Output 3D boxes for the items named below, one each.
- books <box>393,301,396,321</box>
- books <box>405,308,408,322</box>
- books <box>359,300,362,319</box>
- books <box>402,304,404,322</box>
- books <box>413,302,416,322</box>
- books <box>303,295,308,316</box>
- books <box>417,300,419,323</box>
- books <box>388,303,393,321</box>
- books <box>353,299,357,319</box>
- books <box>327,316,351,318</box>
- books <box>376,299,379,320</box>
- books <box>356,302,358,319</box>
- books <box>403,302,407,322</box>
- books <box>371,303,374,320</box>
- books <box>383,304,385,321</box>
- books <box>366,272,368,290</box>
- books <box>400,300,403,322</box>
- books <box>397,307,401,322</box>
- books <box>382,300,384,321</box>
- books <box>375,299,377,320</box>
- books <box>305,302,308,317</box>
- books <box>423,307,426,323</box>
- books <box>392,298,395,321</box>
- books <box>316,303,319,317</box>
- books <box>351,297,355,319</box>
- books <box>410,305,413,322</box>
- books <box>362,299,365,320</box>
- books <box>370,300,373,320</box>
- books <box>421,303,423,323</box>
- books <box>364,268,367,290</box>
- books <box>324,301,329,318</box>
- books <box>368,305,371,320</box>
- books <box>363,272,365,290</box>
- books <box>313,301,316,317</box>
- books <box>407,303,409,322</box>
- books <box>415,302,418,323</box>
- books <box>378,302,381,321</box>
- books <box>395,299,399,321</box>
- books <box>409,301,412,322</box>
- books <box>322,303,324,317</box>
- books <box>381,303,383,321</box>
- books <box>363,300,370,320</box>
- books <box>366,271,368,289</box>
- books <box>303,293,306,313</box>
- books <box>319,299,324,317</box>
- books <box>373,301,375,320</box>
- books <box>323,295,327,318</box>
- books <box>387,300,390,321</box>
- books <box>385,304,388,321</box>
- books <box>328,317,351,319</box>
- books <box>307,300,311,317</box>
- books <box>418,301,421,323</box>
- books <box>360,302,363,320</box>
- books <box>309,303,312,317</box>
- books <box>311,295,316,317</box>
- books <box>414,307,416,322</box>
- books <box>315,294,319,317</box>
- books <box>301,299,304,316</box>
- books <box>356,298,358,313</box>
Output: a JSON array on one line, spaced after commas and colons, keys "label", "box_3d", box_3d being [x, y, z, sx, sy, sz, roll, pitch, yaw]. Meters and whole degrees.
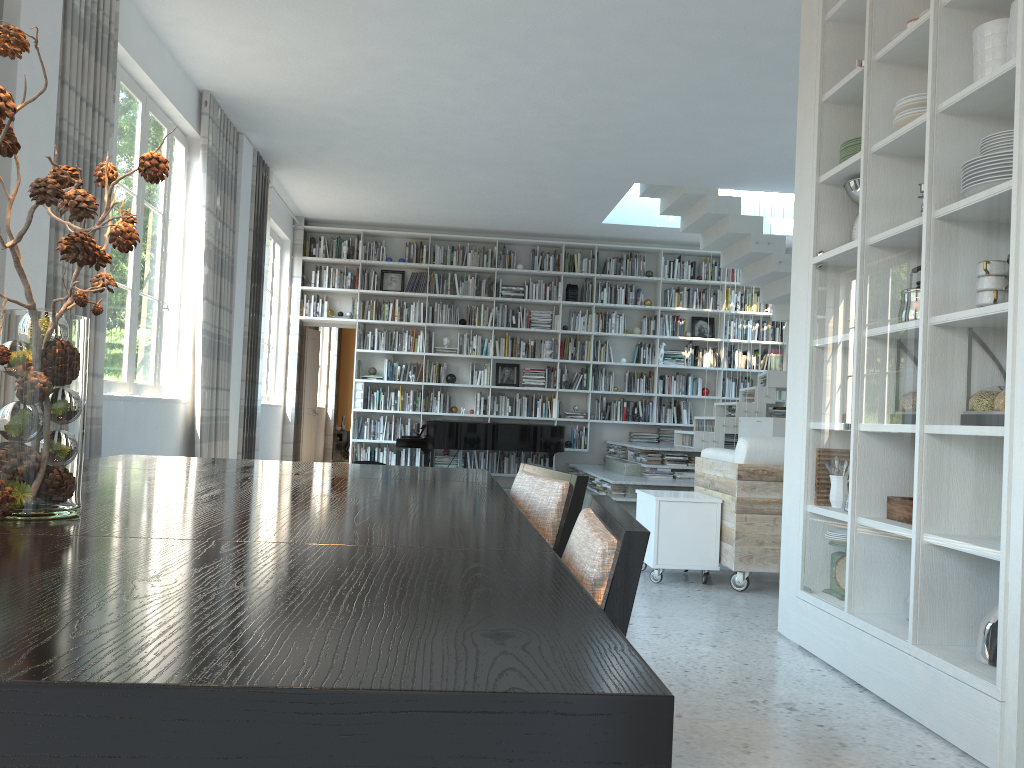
[{"label": "books", "box_3d": [-1.471, -0.902, 11.138, 0.023, 0.271, 0.187, 3, -2, -4]}, {"label": "books", "box_3d": [-1.327, -0.852, 11.168, 0.022, 0.186, 0.136, 3, -2, -4]}, {"label": "books", "box_3d": [-1.899, -0.914, 11.126, 0.012, 0.254, 0.161, 3, -2, -4]}, {"label": "books", "box_3d": [-1.371, -0.878, 11.152, 0.013, 0.232, 0.171, 3, -2, -4]}, {"label": "books", "box_3d": [-1.232, -0.887, 11.158, 0.022, 0.263, 0.174, 3, -2, -4]}, {"label": "books", "box_3d": [-2.571, -0.961, 11.058, 0.023, 0.281, 0.170, 3, -2, -4]}, {"label": "books", "box_3d": [-1.177, -0.898, 11.156, 0.012, 0.291, 0.182, 3, -2, -4]}, {"label": "books", "box_3d": [-1.522, -0.888, 11.149, 0.047, 0.238, 0.162, 3, -2, -4]}, {"label": "books", "box_3d": [-1.966, -0.924, 11.130, 0.044, 0.269, 0.134, 3, -2, -4]}, {"label": "books", "box_3d": [-2.153, -0.830, 11.100, 0.285, 0.012, 0.159, 3, -2, -2]}, {"label": "books", "box_3d": [-1.690, -0.916, 11.121, 0.011, 0.277, 0.164, 3, -2, -4]}, {"label": "books", "box_3d": [-1.921, -0.902, 11.081, 0.021, 0.224, 0.232, 3, -2, -4]}, {"label": "books", "box_3d": [-1.351, -0.890, 11.169, 0.029, 0.260, 0.157, 3, -2, -4]}, {"label": "books", "box_3d": [-1.745, -0.895, 11.125, 0.030, 0.230, 0.172, 3, -2, -4]}, {"label": "books", "box_3d": [-1.608, -0.882, 11.133, 0.014, 0.218, 0.164, 3, -2, -4]}, {"label": "books", "box_3d": [-1.810, -1.274, 11.132, 0.010, 0.249, 0.166, 3, -2, -4]}, {"label": "books", "box_3d": [-1.389, -0.905, 11.163, 0.025, 0.286, 0.161, 3, -2, -4]}, {"label": "books", "box_3d": [-1.416, -0.862, 11.132, 0.029, 0.195, 0.192, 3, -2, -4]}, {"label": "books", "box_3d": [-1.621, -0.912, 11.145, 0.012, 0.277, 0.150, 3, -2, -4]}, {"label": "books", "box_3d": [-1.706, -0.918, 11.131, 0.020, 0.281, 0.164, 3, -2, -4]}, {"label": "books", "box_3d": [-2.548, -0.917, 11.067, 0.029, 0.197, 0.160, 3, -2, -4]}, {"label": "books", "box_3d": [-1.095, -0.850, 11.146, 0.039, 0.202, 0.236, 3, -2, -4]}, {"label": "books", "box_3d": [-1.490, -0.919, 11.155, 0.014, 0.304, 0.151, 3, -2, -4]}, {"label": "books", "box_3d": [-2.413, -0.909, 11.070, 0.024, 0.193, 0.181, 3, -2, -4]}, {"label": "books", "box_3d": [-1.992, -0.934, 11.107, 0.012, 0.285, 0.159, 3, -2, -4]}, {"label": "books", "box_3d": [-1.259, -0.872, 11.156, 0.030, 0.230, 0.172, 3, -2, -4]}, {"label": "books", "box_3d": [-1.863, -0.917, 11.112, 0.012, 0.263, 0.180, 3, -2, -4]}, {"label": "books", "box_3d": [-1.765, -0.912, 11.128, 0.010, 0.262, 0.151, 3, -2, -4]}, {"label": "books", "box_3d": [-1.133, -0.882, 11.169, 0.035, 0.263, 0.177, 3, -2, -4]}, {"label": "books", "box_3d": [-1.839, -1.295, 11.134, 0.006, 0.289, 0.144, 3, -2, -4]}, {"label": "books", "box_3d": [-2.312, -0.913, 11.067, 0.029, 0.211, 0.187, 3, -2, -4]}, {"label": "books", "box_3d": [-1.783, -0.880, 11.109, 0.026, 0.195, 0.175, 3, -2, -4]}, {"label": "books", "box_3d": [-1.851, -1.271, 11.130, 0.005, 0.238, 0.154, 3, -2, -4]}, {"label": "books", "box_3d": [-2.462, -0.921, 11.091, 0.023, 0.214, 0.140, 3, -2, -4]}, {"label": "books", "box_3d": [-1.304, -0.888, 11.176, 0.035, 0.260, 0.131, 3, -2, -4]}, {"label": "books", "box_3d": [-1.198, -0.885, 11.183, 0.024, 0.266, 0.155, 3, -2, -4]}, {"label": "books", "box_3d": [-1.663, -0.900, 11.140, 0.047, 0.249, 0.134, 3, -2, -4]}, {"label": "books", "box_3d": [-1.444, -0.908, 11.135, 0.030, 0.285, 0.185, 3, -2, -4]}, {"label": "books", "box_3d": [-1.280, -0.897, 11.160, 0.012, 0.280, 0.188, 3, -2, -4]}, {"label": "books", "box_3d": [-2.357, -0.904, 11.097, 0.029, 0.191, 0.134, 3, -2, -4]}, {"label": "books", "box_3d": [-1.634, -0.889, 11.147, 0.012, 0.230, 0.149, 3, -2, -4]}, {"label": "books", "box_3d": [-1.828, -0.912, 11.131, 0.062, 0.258, 0.153, 3, -2, -4]}, {"label": "books", "box_3d": [-1.818, -1.280, 11.123, 0.009, 0.260, 0.184, 3, -2, -4]}, {"label": "books", "box_3d": [-2.591, -0.972, 11.079, 0.013, 0.303, 0.135, 3, -2, -4]}, {"label": "books", "box_3d": [-2.378, -0.930, 11.055, 0.021, 0.237, 0.188, 3, -2, -4]}, {"label": "books", "box_3d": [-1.722, -0.905, 11.125, 0.014, 0.252, 0.187, 3, -2, -4]}, {"label": "books", "box_3d": [-2.332, -0.958, 11.080, 0.013, 0.298, 0.179, 3, -2, -4]}, {"label": "books", "box_3d": [-1.551, -0.906, 11.143, 0.014, 0.272, 0.180, 3, -2, -4]}, {"label": "books", "box_3d": [-1.574, -0.880, 11.135, 0.031, 0.217, 0.173, 3, -2, -4]}, {"label": "books", "box_3d": [-2.154, -0.818, 11.097, 0.285, 0.012, 0.159, 3, -2, -7]}, {"label": "books", "box_3d": [-2.528, -0.928, 11.060, 0.010, 0.220, 0.181, 3, -2, -4]}, {"label": "books", "box_3d": [-1.161, -0.896, 11.170, 0.022, 0.289, 0.169, 3, -2, -4]}, {"label": "books", "box_3d": [-1.881, -0.902, 11.118, 0.022, 0.232, 0.151, 3, -2, -4]}, {"label": "books", "box_3d": [-2.511, -0.909, 11.087, 0.029, 0.185, 0.134, 3, -2, -4]}, {"label": "books", "box_3d": [-2.482, -0.956, 11.073, 0.022, 0.281, 0.156, 3, -2, -4]}, {"label": "books", "box_3d": [-1.217, -0.857, 11.172, 0.013, 0.206, 0.172, 3, -2, -4]}, {"label": "books", "box_3d": [-2.428, -0.962, 11.056, 0.013, 0.297, 0.187, 3, -2, -4]}, {"label": "books", "box_3d": [-2.604, -0.933, 11.055, 0.013, 0.222, 0.162, 3, -2, -4]}, {"label": "books", "box_3d": [-1.937, -0.932, 11.117, 0.010, 0.286, 0.137, 3, -2, -4]}]
